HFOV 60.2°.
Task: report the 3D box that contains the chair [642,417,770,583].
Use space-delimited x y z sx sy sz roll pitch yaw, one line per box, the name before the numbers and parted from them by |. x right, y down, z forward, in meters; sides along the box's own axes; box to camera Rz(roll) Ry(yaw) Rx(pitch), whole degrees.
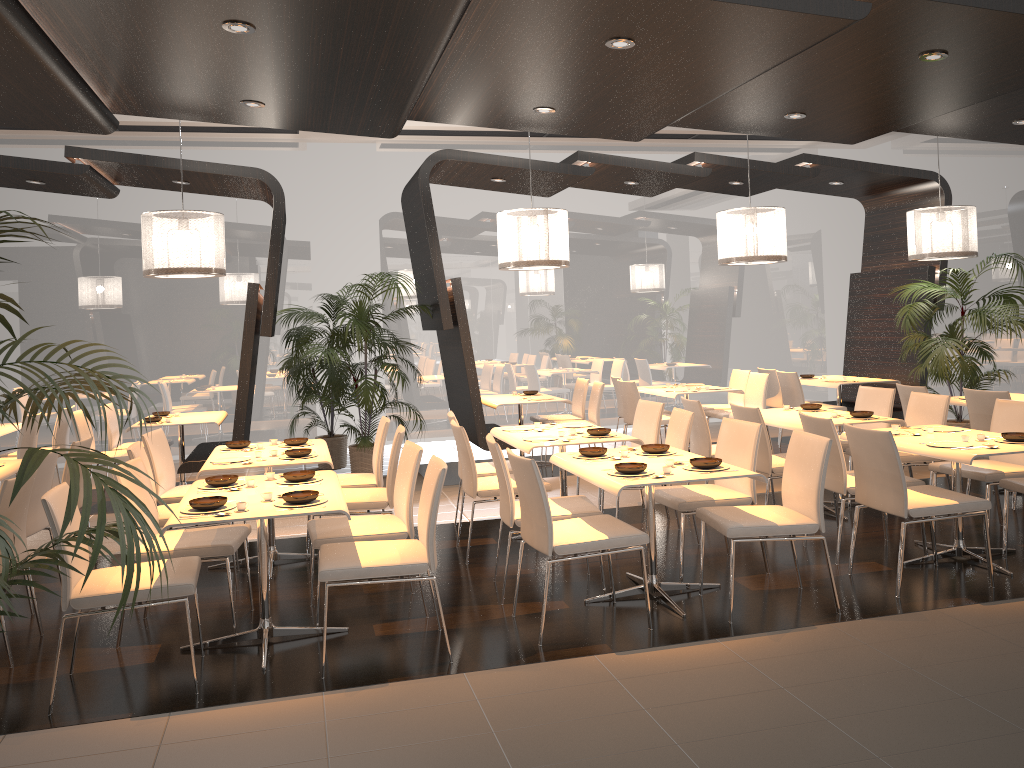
chair | 1.156 0.672 5.284 0.606 0.874 0.484 -2 1 -16

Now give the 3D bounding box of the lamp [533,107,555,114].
lamp | 0.229 -1.965 6.305 0.160 0.050 0.160 -3 4 -19

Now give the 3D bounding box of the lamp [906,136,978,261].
lamp | 4.260 -2.212 8.827 0.626 1.931 0.627 -2 0 18

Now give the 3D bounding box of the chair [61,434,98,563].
chair | -3.051 0.800 5.726 0.605 0.870 0.484 -2 1 -11

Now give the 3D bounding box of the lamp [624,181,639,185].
lamp | 1.302 -2.206 9.638 0.161 0.056 0.161 -3 4 -19

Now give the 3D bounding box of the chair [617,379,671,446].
chair | 1.459 0.385 9.285 0.606 0.874 0.484 -2 1 -16

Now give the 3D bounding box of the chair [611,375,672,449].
chair | 1.452 0.335 9.987 0.605 0.870 0.484 -2 1 -6

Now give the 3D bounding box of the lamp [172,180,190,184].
lamp | -3.190 -1.958 8.523 0.161 0.056 0.161 -3 4 -19

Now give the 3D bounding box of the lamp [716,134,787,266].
lamp | 2.225 -2.099 8.322 0.626 1.931 0.627 -2 0 14

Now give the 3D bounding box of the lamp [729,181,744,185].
lamp | 2.520 -2.274 9.941 0.161 0.056 0.161 -3 4 -19

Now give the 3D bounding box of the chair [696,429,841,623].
chair | 1.328 0.709 4.614 0.605 0.870 0.484 -2 1 -6

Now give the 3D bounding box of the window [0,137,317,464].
window | -5.553 -0.988 10.245 6.583 3.983 0.070 -3 0 -14

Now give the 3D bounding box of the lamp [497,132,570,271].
lamp | 0.159 -1.985 7.809 0.626 1.931 0.627 -2 0 14

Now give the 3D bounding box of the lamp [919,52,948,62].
lamp | 2.536 -1.985 5.322 0.161 0.050 0.161 -3 4 -8

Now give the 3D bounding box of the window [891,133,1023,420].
window | 6.094 -1.358 9.148 0.070 3.977 6.586 -2 3 -14

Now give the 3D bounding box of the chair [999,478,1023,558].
chair | 3.243 0.606 5.089 0.605 0.874 0.484 -2 0 -6

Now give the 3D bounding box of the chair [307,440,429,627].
chair | -0.776 0.783 4.746 0.606 0.874 0.484 -2 1 -16

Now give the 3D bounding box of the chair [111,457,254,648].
chair | -1.704 0.827 4.581 0.605 0.870 0.484 -2 1 -6

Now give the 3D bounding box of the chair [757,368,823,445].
chair | 3.262 0.236 10.412 0.605 0.870 0.484 -2 1 -11

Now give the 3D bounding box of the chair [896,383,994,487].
chair | 3.620 0.430 7.429 0.605 0.874 0.484 -2 0 -6

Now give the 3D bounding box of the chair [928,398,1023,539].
chair | 3.146 0.562 5.778 0.606 0.874 0.484 -2 1 -16

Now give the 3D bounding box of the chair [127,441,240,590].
chair | -1.985 0.785 5.358 0.606 0.870 0.484 -2 1 -16

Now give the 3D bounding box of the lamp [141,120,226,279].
lamp | -2.661 -1.829 7.109 0.627 1.931 0.625 -2 0 -42

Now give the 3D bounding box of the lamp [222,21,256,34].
lamp | -1.347 -1.770 4.358 0.160 0.050 0.160 -3 4 -8

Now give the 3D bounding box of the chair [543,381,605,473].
chair | 0.653 0.428 9.081 0.605 0.870 0.484 -2 1 -6

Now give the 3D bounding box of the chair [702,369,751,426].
chair | 2.417 0.286 10.193 0.605 0.874 0.484 -2 1 -11

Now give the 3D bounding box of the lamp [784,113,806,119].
lamp | 2.174 -2.072 6.788 0.161 0.050 0.161 -3 4 -8

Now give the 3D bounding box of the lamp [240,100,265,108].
lamp | -1.710 -1.857 5.824 0.160 0.050 0.160 -3 4 -19

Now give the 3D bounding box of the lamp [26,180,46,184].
lamp | -4.427 -1.890 8.216 0.161 0.056 0.161 -3 4 -19

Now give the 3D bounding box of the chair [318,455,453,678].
chair | -0.596 0.817 4.144 0.605 0.874 0.484 -2 1 -11

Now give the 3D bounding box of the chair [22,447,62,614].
chair | -2.970 0.840 5.108 0.605 0.870 0.484 -2 1 -6

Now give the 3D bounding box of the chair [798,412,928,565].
chair | 2.167 0.616 5.533 0.605 0.874 0.484 -2 0 -6

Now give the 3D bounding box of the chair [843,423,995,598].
chair | 2.226 0.657 4.911 0.605 0.874 0.484 -2 1 -11

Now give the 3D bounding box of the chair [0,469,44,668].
chair | -2.657 0.884 4.291 0.605 0.870 0.484 -2 1 -11

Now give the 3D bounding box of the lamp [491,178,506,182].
lamp | -0.144 -2.154 9.280 0.160 0.054 0.160 -3 4 -8

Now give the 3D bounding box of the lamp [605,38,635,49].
lamp | 0.592 -1.878 4.839 0.161 0.050 0.161 -3 4 -8

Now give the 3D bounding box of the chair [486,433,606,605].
chair | 0.172 0.725 5.020 0.605 0.870 0.484 -2 1 -6

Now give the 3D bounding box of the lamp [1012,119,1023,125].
lamp | 4.221 -2.177 7.296 0.161 0.050 0.161 -3 4 -8

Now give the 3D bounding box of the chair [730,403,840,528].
chair | 1.924 0.571 6.318 0.605 0.874 0.484 -2 1 -11

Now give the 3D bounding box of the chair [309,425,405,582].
chair | -0.965 0.729 5.605 0.605 0.870 0.484 -2 1 -6

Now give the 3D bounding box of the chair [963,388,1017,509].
chair | 3.881 0.463 6.812 0.606 0.874 0.484 -2 1 -16

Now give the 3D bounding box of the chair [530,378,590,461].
chair | 0.543 0.391 9.709 0.605 0.874 0.484 -2 1 -11

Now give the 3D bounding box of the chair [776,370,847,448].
chair | 3.293 0.282 9.766 0.605 0.874 0.484 -2 1 -11

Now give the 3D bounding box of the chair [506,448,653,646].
chair | 0.310 0.760 4.436 0.606 0.870 0.484 -2 1 -16

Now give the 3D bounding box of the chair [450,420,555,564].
chair | -0.084 0.676 5.875 0.605 0.870 0.484 -2 1 -11

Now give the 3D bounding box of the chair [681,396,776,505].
chair | 1.678 0.534 6.963 0.605 0.870 0.484 -2 1 -6

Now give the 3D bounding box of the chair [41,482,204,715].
chair | -1.696 0.875 3.879 0.606 0.870 0.484 -2 1 -16

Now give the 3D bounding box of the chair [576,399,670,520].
chair | 0.836 0.582 6.742 0.606 0.870 0.484 -2 1 -16

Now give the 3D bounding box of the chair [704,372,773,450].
chair | 2.448 0.327 9.546 0.605 0.870 0.484 -2 1 -11

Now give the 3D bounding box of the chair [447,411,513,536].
chair | -0.155 0.637 6.488 0.605 0.870 0.484 -2 1 -6

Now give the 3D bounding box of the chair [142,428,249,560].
chair | -2.162 0.745 6.028 0.605 0.870 0.484 -2 1 -6

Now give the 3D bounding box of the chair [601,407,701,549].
chair | 0.934 0.627 6.054 0.605 0.874 0.484 -2 0 -6

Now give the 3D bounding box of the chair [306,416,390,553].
chair | -1.145 0.694 6.206 0.605 0.870 0.484 -2 1 -11

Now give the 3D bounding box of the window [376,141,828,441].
window | 1.431 -1.374 11.978 6.583 3.983 0.070 -3 0 -14

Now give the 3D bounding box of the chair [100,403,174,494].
chair | -3.685 0.621 8.688 0.605 0.870 0.484 -2 1 -11

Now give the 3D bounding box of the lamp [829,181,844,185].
lamp | 3.757 -2.342 10.248 0.161 0.056 0.161 -3 4 -19

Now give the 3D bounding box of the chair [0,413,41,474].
chair | -4.498 0.713 7.822 0.605 0.874 0.484 -2 1 -11

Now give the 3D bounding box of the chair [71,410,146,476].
chair | -3.653 0.664 8.042 0.605 0.870 0.484 -2 1 -11

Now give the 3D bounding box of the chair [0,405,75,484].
chair | -4.529 0.670 8.469 0.605 0.874 0.484 -2 1 -11
